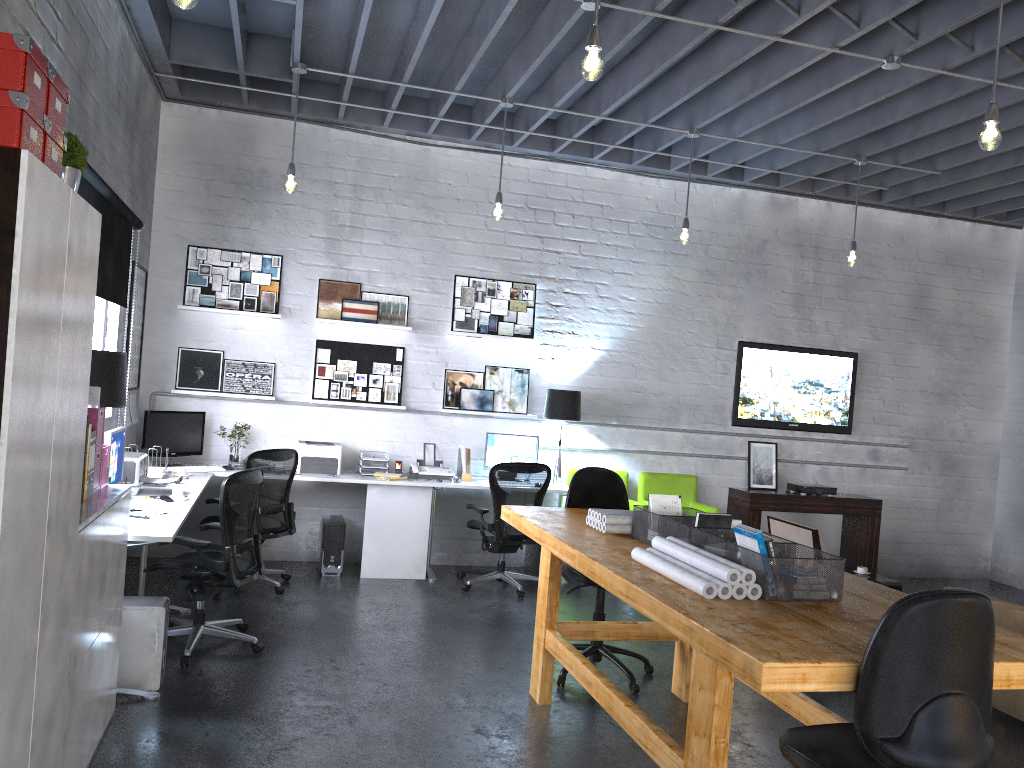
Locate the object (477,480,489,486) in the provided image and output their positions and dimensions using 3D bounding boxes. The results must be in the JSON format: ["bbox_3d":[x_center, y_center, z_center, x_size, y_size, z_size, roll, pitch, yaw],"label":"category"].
[{"bbox_3d":[-0.067,0.829,7.400,0.422,0.028,0.181,5,0,-20],"label":"object"}]

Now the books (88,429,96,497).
[{"bbox_3d":[-1.802,0.312,3.563,0.220,0.271,0.082,4,1,-15],"label":"books"}]

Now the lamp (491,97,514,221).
[{"bbox_3d":[-0.073,-1.623,6.432,0.104,0.878,0.104,4,1,-15],"label":"lamp"}]

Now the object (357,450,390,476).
[{"bbox_3d":[-1.159,0.666,7.416,0.229,0.180,0.316,5,0,-15],"label":"object"}]

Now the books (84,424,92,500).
[{"bbox_3d":[-1.741,0.300,3.463,0.159,0.298,0.026,4,1,-15],"label":"books"}]

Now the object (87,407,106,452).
[{"bbox_3d":[-1.824,0.181,3.686,0.214,0.177,0.161,5,0,-15],"label":"object"}]

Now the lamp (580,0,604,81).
[{"bbox_3d":[0.339,-1.606,3.409,0.104,0.878,0.104,4,1,-15],"label":"lamp"}]

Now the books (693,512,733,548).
[{"bbox_3d":[0.834,0.646,3.721,0.158,0.214,0.063,4,1,-15],"label":"books"}]

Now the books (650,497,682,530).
[{"bbox_3d":[0.743,0.649,4.254,0.158,0.200,0.082,4,1,-15],"label":"books"}]

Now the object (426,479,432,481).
[{"bbox_3d":[-0.687,0.786,7.289,0.011,0.011,0.125,5,0,24],"label":"object"}]

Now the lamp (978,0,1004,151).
[{"bbox_3d":[2.126,-1.461,3.884,0.104,0.878,0.104,4,1,-15],"label":"lamp"}]

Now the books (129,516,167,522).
[{"bbox_3d":[-1.871,0.666,4.457,0.209,0.012,0.158,5,0,8],"label":"books"}]

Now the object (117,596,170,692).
[{"bbox_3d":[-1.939,1.259,4.312,0.478,0.411,0.200,5,0,-15],"label":"object"}]

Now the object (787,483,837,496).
[{"bbox_3d":[2.859,1.007,8.462,0.371,0.082,0.266,5,0,-15],"label":"object"}]

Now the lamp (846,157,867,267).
[{"bbox_3d":[2.791,-1.390,7.192,0.104,0.878,0.104,5,1,29],"label":"lamp"}]

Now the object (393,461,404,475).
[{"bbox_3d":[-0.962,0.710,7.513,0.093,0.116,0.067,4,0,-15],"label":"object"}]

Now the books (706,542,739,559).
[{"bbox_3d":[0.912,0.669,3.558,0.232,0.027,0.184,5,0,-43],"label":"books"}]

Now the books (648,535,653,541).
[{"bbox_3d":[0.777,0.728,4.116,0.249,0.031,0.184,5,0,-13],"label":"books"}]

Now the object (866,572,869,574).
[{"bbox_3d":[2.932,1.555,7.304,0.022,0.009,0.108,4,0,24],"label":"object"}]

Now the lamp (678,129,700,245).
[{"bbox_3d":[1.356,-1.507,6.811,0.104,0.878,0.104,4,1,-15],"label":"lamp"}]

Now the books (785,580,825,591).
[{"bbox_3d":[1.047,0.728,3.277,0.141,0.021,0.203,5,0,-14],"label":"books"}]

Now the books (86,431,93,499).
[{"bbox_3d":[-1.787,0.315,3.505,0.219,0.267,0.060,5,1,-10],"label":"books"}]

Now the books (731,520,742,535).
[{"bbox_3d":[0.891,0.664,3.768,0.143,0.188,0.061,4,1,-15],"label":"books"}]

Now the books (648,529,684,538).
[{"bbox_3d":[0.773,0.701,4.108,0.233,0.022,0.184,5,0,-17],"label":"books"}]

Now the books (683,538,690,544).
[{"bbox_3d":[0.824,0.701,3.891,0.248,0.021,0.176,5,0,-15],"label":"books"}]

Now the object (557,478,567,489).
[{"bbox_3d":[0.419,0.841,7.500,0.069,0.083,0.090,4,0,-16],"label":"object"}]

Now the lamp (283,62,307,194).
[{"bbox_3d":[-1.485,-1.738,6.057,0.104,0.878,0.104,4,1,-15],"label":"lamp"}]

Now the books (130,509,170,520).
[{"bbox_3d":[-1.867,0.655,4.462,0.212,0.010,0.170,5,0,12],"label":"books"}]

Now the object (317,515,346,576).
[{"bbox_3d":[-1.476,1.312,7.240,0.180,0.411,0.476,4,0,-15],"label":"object"}]

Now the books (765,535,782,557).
[{"bbox_3d":[1.109,0.746,4.178,0.244,0.067,0.298,5,0,-5],"label":"books"}]

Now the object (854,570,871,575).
[{"bbox_3d":[2.882,1.557,7.302,0.131,0.016,0.131,5,0,-8],"label":"object"}]

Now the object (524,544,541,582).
[{"bbox_3d":[0.266,1.453,7.621,0.180,0.411,0.476,4,0,-15],"label":"object"}]

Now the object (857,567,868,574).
[{"bbox_3d":[2.885,1.534,7.304,0.077,0.052,0.081,5,0,33],"label":"object"}]

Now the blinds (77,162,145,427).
[{"bbox_3d":[-2.377,-0.316,5.105,0.100,1.632,2.118,4,0,-15],"label":"blinds"}]

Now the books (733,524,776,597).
[{"bbox_3d":[0.881,0.637,3.219,0.108,0.234,0.166,4,0,-15],"label":"books"}]

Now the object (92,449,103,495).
[{"bbox_3d":[-1.838,0.357,3.688,0.214,0.177,0.161,5,0,-15],"label":"object"}]

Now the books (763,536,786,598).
[{"bbox_3d":[0.916,0.652,3.213,0.097,0.209,0.157,4,0,-15],"label":"books"}]

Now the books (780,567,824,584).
[{"bbox_3d":[1.046,0.706,3.271,0.127,0.022,0.181,5,0,-20],"label":"books"}]

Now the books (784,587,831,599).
[{"bbox_3d":[1.042,0.752,3.276,0.155,0.029,0.225,5,0,-15],"label":"books"}]

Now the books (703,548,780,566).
[{"bbox_3d":[0.919,0.694,3.564,0.250,0.022,0.205,5,0,-10],"label":"books"}]

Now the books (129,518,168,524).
[{"bbox_3d":[-1.869,0.678,4.456,0.213,0.012,0.158,5,0,10],"label":"books"}]

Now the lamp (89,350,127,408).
[{"bbox_3d":[-1.998,0.255,4.157,0.333,0.832,0.334,5,1,37],"label":"lamp"}]

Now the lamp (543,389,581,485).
[{"bbox_3d":[0.426,0.467,7.785,0.333,0.832,0.334,5,1,37],"label":"lamp"}]

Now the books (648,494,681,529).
[{"bbox_3d":[0.738,0.642,4.285,0.171,0.210,0.046,4,1,-15],"label":"books"}]

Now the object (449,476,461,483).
[{"bbox_3d":[-0.469,0.785,7.311,0.095,0.050,0.095,4,0,44],"label":"object"}]

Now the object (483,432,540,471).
[{"bbox_3d":[-0.016,0.640,7.704,0.465,0.417,0.212,5,0,-10],"label":"object"}]

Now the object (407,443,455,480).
[{"bbox_3d":[-0.696,0.653,7.532,0.405,0.280,0.399,5,0,-15],"label":"object"}]

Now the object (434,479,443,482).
[{"bbox_3d":[-0.603,0.792,7.261,0.076,0.016,0.017,4,0,35],"label":"object"}]

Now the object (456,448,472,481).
[{"bbox_3d":[-0.403,0.688,7.604,0.087,0.259,0.236,4,0,-15],"label":"object"}]

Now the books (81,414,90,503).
[{"bbox_3d":[-1.735,0.280,3.388,0.197,0.339,0.065,4,1,-15],"label":"books"}]

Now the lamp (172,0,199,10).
[{"bbox_3d":[-1.090,-1.722,3.030,0.104,0.878,0.104,4,1,-15],"label":"lamp"}]

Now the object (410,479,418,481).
[{"bbox_3d":[-0.796,0.780,7.189,0.008,0.007,0.141,5,0,20],"label":"object"}]
